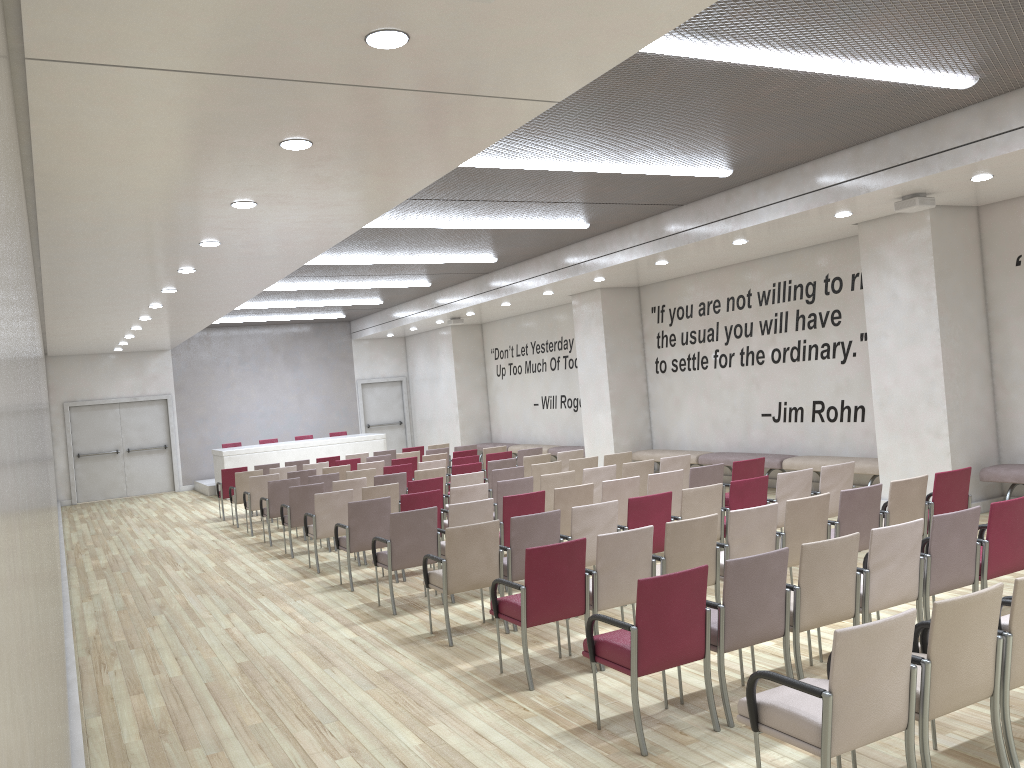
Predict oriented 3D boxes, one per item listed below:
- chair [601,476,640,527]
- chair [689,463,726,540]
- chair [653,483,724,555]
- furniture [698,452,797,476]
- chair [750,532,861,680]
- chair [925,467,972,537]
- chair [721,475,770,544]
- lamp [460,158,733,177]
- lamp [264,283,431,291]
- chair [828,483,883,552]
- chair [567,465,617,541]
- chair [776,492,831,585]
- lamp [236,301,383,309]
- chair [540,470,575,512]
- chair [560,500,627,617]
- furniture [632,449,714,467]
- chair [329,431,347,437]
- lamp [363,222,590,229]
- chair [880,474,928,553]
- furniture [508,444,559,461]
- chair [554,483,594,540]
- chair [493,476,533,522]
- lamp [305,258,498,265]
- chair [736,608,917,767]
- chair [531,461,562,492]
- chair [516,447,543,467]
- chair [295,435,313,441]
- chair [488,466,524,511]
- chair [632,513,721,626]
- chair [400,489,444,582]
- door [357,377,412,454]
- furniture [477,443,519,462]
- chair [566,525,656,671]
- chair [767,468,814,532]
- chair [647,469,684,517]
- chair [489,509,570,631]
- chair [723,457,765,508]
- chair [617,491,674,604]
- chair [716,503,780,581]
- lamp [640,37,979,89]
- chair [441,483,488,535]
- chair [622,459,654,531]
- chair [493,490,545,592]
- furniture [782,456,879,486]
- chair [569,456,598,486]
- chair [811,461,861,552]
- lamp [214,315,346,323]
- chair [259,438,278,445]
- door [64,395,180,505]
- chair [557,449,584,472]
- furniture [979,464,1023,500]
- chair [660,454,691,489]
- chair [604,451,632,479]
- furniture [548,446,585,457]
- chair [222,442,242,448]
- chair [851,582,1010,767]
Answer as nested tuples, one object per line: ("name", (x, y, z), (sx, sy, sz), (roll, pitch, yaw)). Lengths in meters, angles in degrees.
("chair", (0.992, 1.391, 9.055), (0.513, 0.890, 0.640), (-5, 0, -27))
("chair", (1.956, 1.309, 9.558), (0.513, 0.890, 0.640), (-5, 0, -27))
("chair", (1.560, 1.341, 7.952), (0.513, 0.890, 0.640), (-5, 0, -27))
("furniture", (3.625, 1.340, 13.586), (0.530, 0.550, 1.833), (-5, 0, -27))
("chair", (1.711, 1.323, 5.264), (0.513, 0.890, 0.640), (-5, 0, -27))
("chair", (3.574, 1.166, 7.619), (0.513, 0.890, 0.640), (-5, 0, -27))
("chair", (2.037, 1.300, 8.207), (0.513, 0.890, 0.640), (-5, 0, -28))
("lamp", (0.874, -2.145, 8.853), (3.303, 0.045, 0.198), (-5, 0, -27))
("lamp", (-3.060, -1.793, 16.454), (3.303, 0.045, 0.198), (-5, 0, -27))
("chair", (2.611, 1.248, 7.108), (0.513, 0.890, 0.640), (-5, 0, -27))
("chair", (0.915, 1.400, 10.396), (0.513, 0.890, 0.640), (-5, 0, -27))
("chair", (2.111, 1.291, 6.858), (0.513, 0.890, 0.640), (-5, 0, -28))
("lamp", (-4.350, -1.677, 18.945), (3.303, 0.045, 0.198), (-5, 0, -27))
("chair", (0.417, 1.443, 10.127), (0.513, 0.890, 0.640), (-5, 0, -28))
("chair", (0.583, 1.424, 7.456), (0.513, 0.890, 0.640), (-5, 0, -27))
("furniture", (2.771, 1.416, 15.235), (0.530, 0.550, 1.833), (-5, 0, -27))
("chair", (-4.162, 1.629, 21.835), (0.513, 0.890, 0.640), (-5, 0, -28))
("lamp", (-0.441, -2.027, 11.394), (3.303, 0.045, 0.198), (-5, 0, -27))
("chair", (3.095, 1.207, 7.376), (0.513, 0.890, 0.640), (-5, 0, -28))
("furniture", (0.535, 1.616, 19.555), (0.530, 0.550, 1.833), (-5, 0, -27))
("chair", (0.503, 1.433, 8.787), (0.513, 0.890, 0.640), (-5, 0, -28))
("chair", (-0.058, 1.484, 9.875), (0.513, 0.890, 0.640), (-5, 0, -27))
("lamp", (-1.737, -1.911, 13.897), (3.303, 0.045, 0.198), (-5, 0, -27))
("chair", (1.306, 1.356, 3.662), (0.513, 0.890, 0.640), (-5, 0, -27))
("chair", (0.342, 1.451, 11.488), (0.513, 0.890, 0.640), (-5, 0, -28))
("chair", (0.188, 1.469, 14.172), (0.513, 0.890, 0.640), (-5, 0, -28))
("chair", (-4.921, 1.694, 21.439), (0.513, 0.890, 0.640), (-5, 0, -28))
("chair", (-0.139, 1.493, 11.225), (0.513, 0.890, 0.640), (-5, 0, -27))
("chair", (1.148, 1.374, 6.350), (0.513, 0.890, 0.640), (-5, 0, -27))
("chair", (-1.035, 1.567, 9.381), (0.513, 0.890, 0.640), (-5, 0, -28))
("door", (-3.507, 1.046, 24.389), (1.400, 2.400, 0.200), (-5, 0, -27))
("furniture", (-0.319, 1.692, 21.204), (0.530, 0.550, 1.833), (-5, 0, -27))
("chair", (0.655, 1.416, 6.098), (0.513, 0.890, 0.640), (-5, 0, -27))
("chair", (2.528, 1.258, 8.464), (0.513, 0.890, 0.640), (-5, 0, -28))
("chair", (1.475, 1.350, 9.294), (0.513, 0.890, 0.640), (-5, 0, -28))
("chair", (0.095, 1.466, 7.197), (0.513, 0.890, 0.640), (-5, 0, -27))
("chair", (2.459, 1.266, 9.800), (0.513, 0.890, 0.640), (-5, 0, -27))
("chair", (1.072, 1.382, 7.702), (0.513, 0.890, 0.640), (-5, 0, -27))
("chair", (1.643, 1.331, 6.602), (0.513, 0.890, 0.640), (-5, 0, -27))
("lamp", (2.183, -2.262, 6.325), (3.303, 0.045, 0.198), (-5, 0, -27))
("chair", (-0.546, 1.525, 9.640), (0.513, 0.890, 0.640), (-5, 0, -27))
("chair", (1.392, 1.359, 10.646), (0.513, 0.890, 0.640), (-5, 0, -27))
("chair", (0.021, 1.475, 8.528), (0.513, 0.890, 0.640), (-5, 0, -27))
("furniture", (4.477, 1.263, 11.941), (0.530, 0.550, 1.833), (-5, 0, -27))
("chair", (0.831, 1.410, 11.726), (0.513, 0.890, 0.640), (-5, 0, -28))
("chair", (3.017, 1.216, 8.715), (0.513, 0.890, 0.640), (-5, 0, -28))
("lamp", (-5.660, -1.560, 21.475), (3.303, 0.045, 0.198), (-5, 0, -27))
("chair", (-5.679, 1.759, 21.043), (0.513, 0.890, 0.640), (-5, 0, -28))
("door", (-9.363, 1.548, 21.334), (2.373, 2.400, 0.200), (-5, 0, -27))
("chair", (0.750, 1.419, 13.078), (0.513, 0.890, 0.640), (-5, 0, -28))
("furniture", (5.868, 1.139, 9.254), (0.530, 0.550, 1.833), (-5, 0, -27))
("chair", (1.872, 1.318, 10.892), (0.513, 0.890, 0.640), (-5, 0, -27))
("chair", (1.310, 1.368, 11.994), (0.513, 0.890, 0.640), (-5, 0, -28))
("furniture", (1.387, 1.540, 17.909), (0.530, 0.550, 1.833), (-5, 0, -27))
("chair", (-6.438, 1.824, 20.647), (0.513, 0.890, 0.640), (-5, 0, -28))
("chair", (1.795, 1.314, 3.922), (0.513, 0.890, 0.640), (-5, 0, -28))
